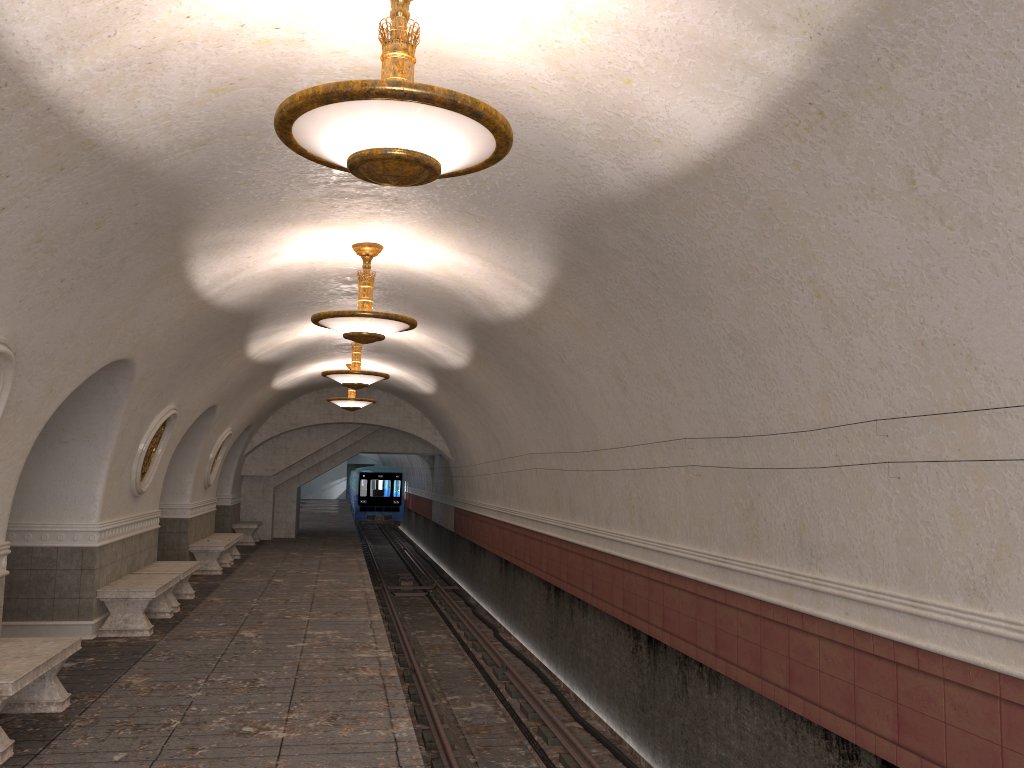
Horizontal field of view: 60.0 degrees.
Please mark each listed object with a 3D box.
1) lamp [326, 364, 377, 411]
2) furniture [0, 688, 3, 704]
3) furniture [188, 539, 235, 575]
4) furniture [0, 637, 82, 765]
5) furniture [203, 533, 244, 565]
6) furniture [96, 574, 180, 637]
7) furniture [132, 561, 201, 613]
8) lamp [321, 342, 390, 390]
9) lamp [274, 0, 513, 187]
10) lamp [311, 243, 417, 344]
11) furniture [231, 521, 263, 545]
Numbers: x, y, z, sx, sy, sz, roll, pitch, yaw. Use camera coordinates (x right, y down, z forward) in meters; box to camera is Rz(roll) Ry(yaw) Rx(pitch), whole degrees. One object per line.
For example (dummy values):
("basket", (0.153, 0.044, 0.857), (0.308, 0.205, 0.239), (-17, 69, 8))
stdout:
("lamp", (-3.242, 0.082, 17.978), (1.008, 0.955, 1.008), (-3, -7, 35))
("furniture", (-3.201, 1.981, 4.470), (0.613, 0.508, 1.509), (2, -6, -11))
("furniture", (-5.476, 3.142, 16.179), (0.613, 0.508, 1.509), (2, -6, -11))
("furniture", (-3.521, 2.144, 6.113), (0.613, 0.508, 1.509), (2, -6, -11))
("furniture", (-5.795, 3.304, 17.822), (0.613, 0.508, 1.509), (2, -6, -11))
("furniture", (-4.344, 2.564, 10.353), (0.613, 0.508, 1.509), (2, -6, -11))
("furniture", (-4.663, 2.727, 11.996), (0.613, 0.508, 1.509), (2, -6, -11))
("lamp", (-2.326, -0.386, 13.259), (1.008, 0.955, 1.008), (1, -6, 5))
("lamp", (-0.493, -1.321, 3.823), (1.008, 0.955, 1.008), (4, -7, -27))
("lamp", (-1.410, -0.853, 8.542), (1.008, 0.955, 1.008), (1, -6, 5))
("furniture", (-6.672, 3.752, 22.337), (0.613, 0.508, 1.509), (2, -6, -11))
